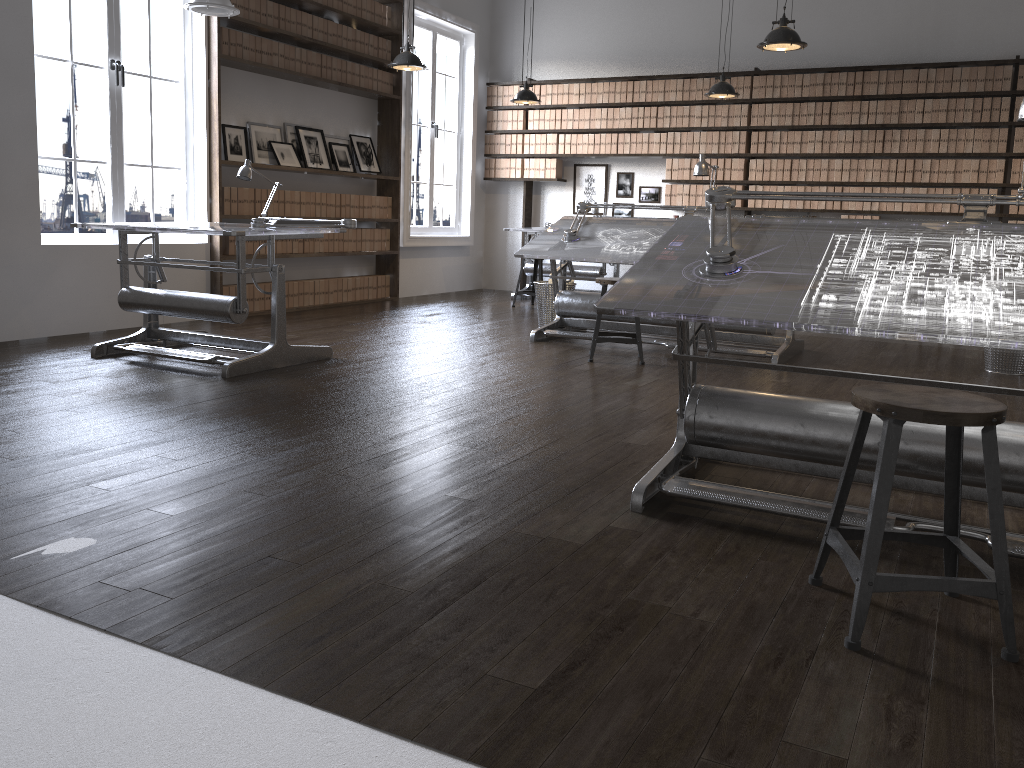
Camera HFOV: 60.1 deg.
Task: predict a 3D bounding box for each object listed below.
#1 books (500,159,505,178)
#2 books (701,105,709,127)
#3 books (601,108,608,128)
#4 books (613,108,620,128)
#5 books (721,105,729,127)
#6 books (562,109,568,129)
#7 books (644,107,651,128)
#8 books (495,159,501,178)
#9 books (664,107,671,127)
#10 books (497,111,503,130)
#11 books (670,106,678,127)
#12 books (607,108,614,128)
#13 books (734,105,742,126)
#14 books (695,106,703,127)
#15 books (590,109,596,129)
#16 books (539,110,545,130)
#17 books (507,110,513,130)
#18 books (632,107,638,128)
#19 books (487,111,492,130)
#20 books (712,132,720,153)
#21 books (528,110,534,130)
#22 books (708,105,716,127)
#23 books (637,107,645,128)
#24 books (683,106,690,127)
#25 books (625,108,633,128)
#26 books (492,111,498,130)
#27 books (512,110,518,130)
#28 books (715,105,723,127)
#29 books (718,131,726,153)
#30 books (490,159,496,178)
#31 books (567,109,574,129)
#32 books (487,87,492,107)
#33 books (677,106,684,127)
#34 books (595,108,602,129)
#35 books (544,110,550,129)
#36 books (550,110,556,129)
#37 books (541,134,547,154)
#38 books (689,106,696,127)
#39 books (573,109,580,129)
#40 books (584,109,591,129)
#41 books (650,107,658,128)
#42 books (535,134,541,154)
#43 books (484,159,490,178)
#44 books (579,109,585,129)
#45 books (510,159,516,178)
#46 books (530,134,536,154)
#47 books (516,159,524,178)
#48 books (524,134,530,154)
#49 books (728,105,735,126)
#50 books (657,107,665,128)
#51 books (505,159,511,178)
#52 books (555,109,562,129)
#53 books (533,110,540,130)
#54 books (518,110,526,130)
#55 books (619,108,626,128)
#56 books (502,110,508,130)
[{"bbox_3d":[-0.068,-2.542,10.468,0.067,0.224,0.175,6,10,27],"label":"books"},{"bbox_3d":[2.053,-2.803,9.311,0.067,0.224,0.175,6,10,27],"label":"books"},{"bbox_3d":[1.056,-2.933,9.823,0.067,0.224,0.175,6,10,27],"label":"books"},{"bbox_3d":[1.183,-2.918,9.765,0.067,0.224,0.175,6,10,27],"label":"books"},{"bbox_3d":[2.238,-2.778,9.214,0.067,0.224,0.175,6,10,27],"label":"books"},{"bbox_3d":[0.632,-2.990,10.048,0.067,0.224,0.175,6,10,27],"label":"books"},{"bbox_3d":[1.496,-2.877,9.603,0.067,0.224,0.175,6,10,27],"label":"books"},{"bbox_3d":[-0.125,-2.550,10.500,0.067,0.224,0.175,6,10,27],"label":"books"},{"bbox_3d":[1.689,-2.851,9.499,0.067,0.224,0.175,6,10,27],"label":"books"},{"bbox_3d":[-0.101,-3.091,10.420,0.067,0.224,0.175,6,10,27],"label":"books"},{"bbox_3d":[1.754,-2.843,9.470,0.067,0.224,0.175,6,10,27],"label":"books"},{"bbox_3d":[1.120,-2.926,9.795,0.067,0.224,0.175,6,10,27],"label":"books"},{"bbox_3d":[2.354,-2.764,9.158,0.067,0.224,0.175,6,10,27],"label":"books"},{"bbox_3d":[1.990,-2.811,9.346,0.067,0.224,0.175,6,10,27],"label":"books"},{"bbox_3d":[0.938,-2.950,9.888,0.067,0.224,0.175,6,10,27],"label":"books"},{"bbox_3d":[0.382,-3.021,10.168,0.067,0.224,0.175,6,10,27],"label":"books"},{"bbox_3d":[0.012,-3.075,10.358,0.067,0.224,0.175,6,10,27],"label":"books"},{"bbox_3d":[1.370,-2.892,9.660,0.067,0.224,0.175,6,10,27],"label":"books"},{"bbox_3d":[-0.226,-3.108,10.487,0.067,0.224,0.175,6,10,27],"label":"books"},{"bbox_3d":[2.157,-2.524,9.287,0.067,0.224,0.175,6,10,27],"label":"books"},{"bbox_3d":[0.256,-3.038,10.237,0.067,0.224,0.175,6,10,27],"label":"books"},{"bbox_3d":[2.117,-2.795,9.282,0.067,0.224,0.175,6,10,27],"label":"books"},{"bbox_3d":[1.428,-2.885,9.636,0.067,0.224,0.175,6,10,27],"label":"books"},{"bbox_3d":[1.873,-2.826,9.402,0.067,0.224,0.175,6,10,27],"label":"books"},{"bbox_3d":[1.306,-2.900,9.693,0.067,0.224,0.175,6,10,27],"label":"books"},{"bbox_3d":[-0.166,-3.099,10.451,0.067,0.224,0.175,6,10,27],"label":"books"},{"bbox_3d":[0.075,-3.068,10.333,0.067,0.224,0.175,6,10,27],"label":"books"},{"bbox_3d":[2.180,-2.787,9.252,0.067,0.224,0.175,6,10,27],"label":"books"},{"bbox_3d":[2.219,-2.517,9.262,0.067,0.224,0.175,6,10,27],"label":"books"},{"bbox_3d":[-0.193,-2.558,10.529,0.067,0.224,0.175,6,10,27],"label":"books"},{"bbox_3d":[0.692,-2.981,10.011,0.067,0.224,0.175,6,10,27],"label":"books"},{"bbox_3d":[-0.228,-3.380,10.449,0.067,0.224,0.175,6,10,27],"label":"books"},{"bbox_3d":[1.816,-2.835,9.438,0.067,0.224,0.175,6,10,27],"label":"books"},{"bbox_3d":[0.993,-2.942,9.858,0.067,0.224,0.175,6,10,27],"label":"books"},{"bbox_3d":[0.440,-3.014,10.143,0.067,0.224,0.175,6,10,27],"label":"books"},{"bbox_3d":[0.500,-3.007,10.116,0.067,0.224,0.175,6,10,27],"label":"books"},{"bbox_3d":[0.400,-2.755,10.197,0.067,0.224,0.175,6,10,27],"label":"books"},{"bbox_3d":[1.935,-2.819,9.376,0.067,0.224,0.175,6,10,27],"label":"books"},{"bbox_3d":[0.757,-2.973,9.983,0.067,0.224,0.175,6,10,27],"label":"books"},{"bbox_3d":[0.877,-2.956,9.914,0.067,0.224,0.175,6,10,27],"label":"books"},{"bbox_3d":[1.559,-2.867,9.564,0.067,0.224,0.175,6,10,27],"label":"books"},{"bbox_3d":[0.339,-2.764,10.230,0.067,0.224,0.175,6,10,27],"label":"books"},{"bbox_3d":[-0.257,-2.568,10.568,0.067,0.224,0.175,6,10,27],"label":"books"},{"bbox_3d":[0.820,-2.965,9.950,0.067,0.224,0.175,6,10,27],"label":"books"},{"bbox_3d":[0.050,-2.526,10.403,0.067,0.224,0.175,6,10,27],"label":"books"},{"bbox_3d":[0.275,-2.771,10.258,0.067,0.224,0.175,6,10,27],"label":"books"},{"bbox_3d":[0.116,-2.518,10.373,0.067,0.224,0.175,6,10,27],"label":"books"},{"bbox_3d":[0.210,-2.779,10.288,0.067,0.224,0.175,6,10,27],"label":"books"},{"bbox_3d":[2.299,-2.771,9.188,0.067,0.224,0.175,6,10,27],"label":"books"},{"bbox_3d":[1.628,-2.860,9.535,0.067,0.224,0.175,6,10,27],"label":"books"},{"bbox_3d":[-0.014,-2.534,10.435,0.067,0.224,0.175,6,10,27],"label":"books"},{"bbox_3d":[0.563,-2.998,10.077,0.067,0.224,0.175,6,10,27],"label":"books"},{"bbox_3d":[0.318,-3.029,10.201,0.067,0.224,0.175,6,10,27],"label":"books"},{"bbox_3d":[0.138,-3.060,10.300,0.067,0.224,0.175,6,10,27],"label":"books"},{"bbox_3d":[1.243,-2.909,9.729,0.067,0.224,0.175,6,10,27],"label":"books"},{"bbox_3d":[-0.044,-3.084,10.393,0.067,0.224,0.175,6,10,27],"label":"books"}]
